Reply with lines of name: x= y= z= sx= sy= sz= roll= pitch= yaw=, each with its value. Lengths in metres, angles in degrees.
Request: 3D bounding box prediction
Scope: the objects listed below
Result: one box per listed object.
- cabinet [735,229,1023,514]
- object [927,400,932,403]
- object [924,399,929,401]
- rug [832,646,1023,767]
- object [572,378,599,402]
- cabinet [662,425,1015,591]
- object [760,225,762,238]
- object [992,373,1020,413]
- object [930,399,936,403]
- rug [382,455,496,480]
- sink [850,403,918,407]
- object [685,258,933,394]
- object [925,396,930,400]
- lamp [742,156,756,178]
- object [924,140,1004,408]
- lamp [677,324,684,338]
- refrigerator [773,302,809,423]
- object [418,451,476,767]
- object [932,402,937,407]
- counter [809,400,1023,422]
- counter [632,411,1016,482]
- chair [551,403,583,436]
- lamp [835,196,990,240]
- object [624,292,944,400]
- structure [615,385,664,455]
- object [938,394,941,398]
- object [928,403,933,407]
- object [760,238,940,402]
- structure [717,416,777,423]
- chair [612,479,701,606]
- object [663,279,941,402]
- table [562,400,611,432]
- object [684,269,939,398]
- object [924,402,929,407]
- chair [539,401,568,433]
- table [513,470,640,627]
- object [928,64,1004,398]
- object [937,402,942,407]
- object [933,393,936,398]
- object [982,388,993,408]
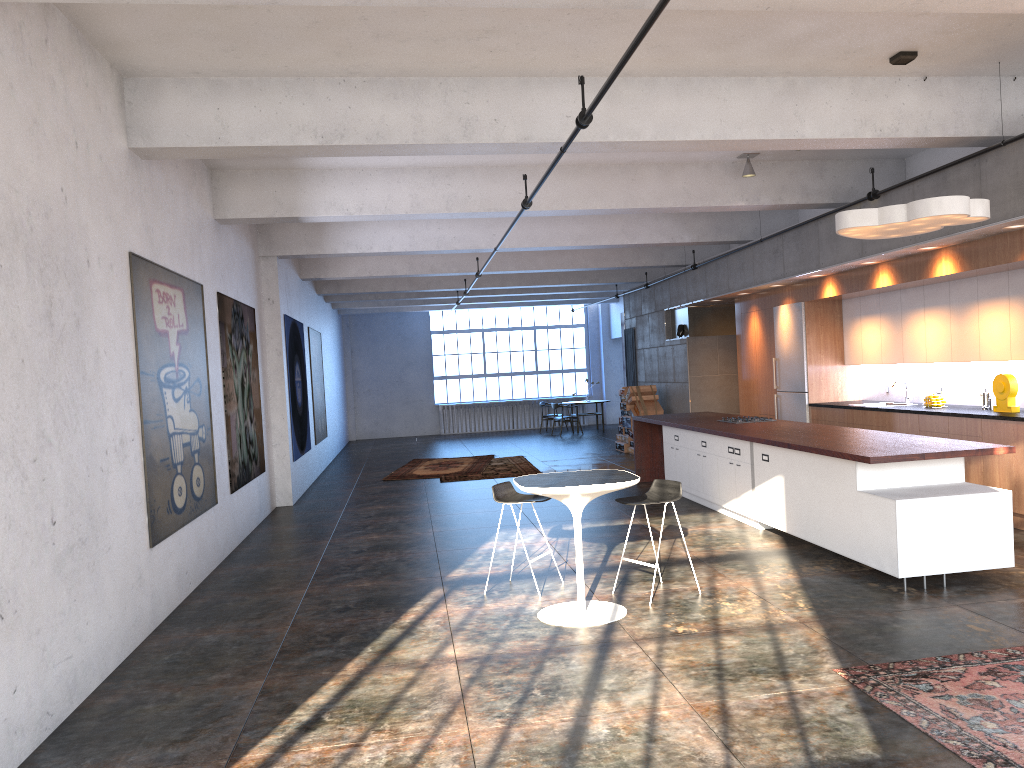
cabinet: x=5.397 y=-0.185 z=10.856 sx=2.393 sy=2.564 sz=8.053 roll=-3 pitch=1 yaw=-7
object: x=4.751 y=0.211 z=10.070 sx=0.053 sy=0.053 sz=0.061 roll=-4 pitch=2 yaw=-26
object: x=4.038 y=-0.883 z=10.995 sx=0.054 sy=2.230 sz=2.367 roll=-5 pitch=2 yaw=-32
rug: x=3.260 y=1.459 z=4.151 sx=2.902 sy=0.029 sz=1.842 roll=-3 pitch=1 yaw=-8
object: x=1.990 y=0.156 z=23.802 sx=0.778 sy=0.625 sz=0.238 roll=-3 pitch=2 yaw=-7
cabinet: x=2.795 y=0.980 z=9.053 sx=0.927 sy=0.931 sz=5.611 roll=-3 pitch=1 yaw=-7
object: x=4.742 y=0.179 z=9.990 sx=0.050 sy=0.053 sz=0.065 roll=-2 pitch=2 yaw=30
object: x=4.842 y=0.089 z=8.694 sx=0.100 sy=0.381 sz=0.272 roll=-3 pitch=2 yaw=-7
object: x=5.376 y=-1.018 z=15.749 sx=0.062 sy=2.212 sz=11.854 roll=-3 pitch=1 yaw=7
rug: x=-1.257 y=1.521 z=16.493 sx=1.874 sy=0.048 sz=3.523 roll=-3 pitch=1 yaw=2
sink: x=4.561 y=0.349 z=10.903 sx=0.526 sy=0.192 sz=0.724 roll=-3 pitch=1 yaw=-8
object: x=4.790 y=0.132 z=10.074 sx=0.058 sy=0.060 sz=0.051 roll=-2 pitch=2 yaw=27
object: x=3.766 y=-0.900 z=13.219 sx=0.054 sy=2.170 sz=6.789 roll=-4 pitch=1 yaw=-15
lamp: x=2.640 y=-2.431 z=9.885 sx=0.153 sy=0.216 sz=0.158 roll=-2 pitch=2 yaw=29
object: x=5.607 y=0.559 z=16.495 sx=0.947 sy=1.215 sz=13.202 roll=-3 pitch=1 yaw=4
lamp: x=3.101 y=-0.962 z=16.186 sx=0.215 sy=0.259 sz=0.168 roll=-4 pitch=2 yaw=-27
refrigerator: x=4.035 y=-0.038 z=12.632 sx=0.221 sy=2.193 sz=0.948 roll=-4 pitch=2 yaw=-10
object: x=3.348 y=1.496 z=12.819 sx=19.861 sy=0.001 sz=27.023 roll=-3 pitch=1 yaw=-8
object: x=4.745 y=0.228 z=9.940 sx=0.051 sy=0.057 sz=0.061 roll=-2 pitch=2 yaw=29
counter: x=5.131 y=0.258 z=10.076 sx=1.616 sy=0.039 sz=4.431 roll=-3 pitch=1 yaw=-7
counter: x=2.731 y=0.945 z=9.657 sx=1.148 sy=0.972 sz=6.612 roll=-3 pitch=1 yaw=-7
chair: x=1.395 y=0.896 z=22.779 sx=0.682 sy=0.865 sz=0.717 roll=-4 pitch=2 yaw=-21
lamp: x=3.131 y=-1.285 z=6.905 sx=1.057 sy=0.130 sz=1.027 roll=-2 pitch=1 yaw=38
object: x=4.832 y=0.156 z=9.971 sx=0.052 sy=0.052 sz=0.062 roll=-2 pitch=2 yaw=40
structure: x=2.436 y=0.678 z=17.338 sx=0.642 sy=1.316 sz=1.901 roll=-3 pitch=1 yaw=-7
object: x=4.838 y=0.143 z=10.029 sx=0.062 sy=0.053 sz=0.052 roll=-2 pitch=2 yaw=40
object: x=4.719 y=0.235 z=9.991 sx=0.062 sy=0.053 sz=0.053 roll=-4 pitch=2 yaw=-21
object: x=4.783 y=0.180 z=9.952 sx=0.052 sy=0.053 sz=0.062 roll=-3 pitch=1 yaw=-1
structure: x=2.802 y=0.437 z=10.593 sx=0.515 sy=0.072 sz=0.636 roll=-3 pitch=1 yaw=-8
chair: x=1.048 y=1.177 z=6.555 sx=0.514 sy=0.896 sz=0.455 roll=-4 pitch=2 yaw=-31
object: x=4.817 y=0.191 z=10.015 sx=0.061 sy=0.053 sz=0.052 roll=-2 pitch=2 yaw=35
table: x=2.026 y=0.898 z=23.844 sx=1.284 sy=0.852 sz=1.335 roll=-2 pitch=2 yaw=36
object: x=4.762 y=0.137 z=9.941 sx=0.063 sy=0.051 sz=0.052 roll=-4 pitch=2 yaw=-16
object: x=4.348 y=-0.856 z=8.598 sx=0.057 sy=2.311 sz=2.938 roll=-3 pitch=1 yaw=12
chair: x=1.119 y=0.892 z=24.148 sx=0.665 sy=0.865 sz=0.736 roll=-3 pitch=2 yaw=19
table: x=0.462 y=1.125 z=6.134 sx=0.833 sy=0.952 sz=0.823 roll=-3 pitch=2 yaw=-8
object: x=4.714 y=0.143 z=9.961 sx=0.057 sy=0.060 sz=0.053 roll=-3 pitch=2 yaw=15
object: x=4.804 y=0.230 z=9.961 sx=0.065 sy=0.063 sz=0.072 roll=-5 pitch=2 yaw=-43
object: x=3.615 y=-0.930 z=14.705 sx=0.059 sy=2.166 sz=9.802 roll=-4 pitch=1 yaw=-13
object: x=5.032 y=0.149 z=9.362 sx=0.060 sy=0.210 sz=0.143 roll=-3 pitch=2 yaw=-7
